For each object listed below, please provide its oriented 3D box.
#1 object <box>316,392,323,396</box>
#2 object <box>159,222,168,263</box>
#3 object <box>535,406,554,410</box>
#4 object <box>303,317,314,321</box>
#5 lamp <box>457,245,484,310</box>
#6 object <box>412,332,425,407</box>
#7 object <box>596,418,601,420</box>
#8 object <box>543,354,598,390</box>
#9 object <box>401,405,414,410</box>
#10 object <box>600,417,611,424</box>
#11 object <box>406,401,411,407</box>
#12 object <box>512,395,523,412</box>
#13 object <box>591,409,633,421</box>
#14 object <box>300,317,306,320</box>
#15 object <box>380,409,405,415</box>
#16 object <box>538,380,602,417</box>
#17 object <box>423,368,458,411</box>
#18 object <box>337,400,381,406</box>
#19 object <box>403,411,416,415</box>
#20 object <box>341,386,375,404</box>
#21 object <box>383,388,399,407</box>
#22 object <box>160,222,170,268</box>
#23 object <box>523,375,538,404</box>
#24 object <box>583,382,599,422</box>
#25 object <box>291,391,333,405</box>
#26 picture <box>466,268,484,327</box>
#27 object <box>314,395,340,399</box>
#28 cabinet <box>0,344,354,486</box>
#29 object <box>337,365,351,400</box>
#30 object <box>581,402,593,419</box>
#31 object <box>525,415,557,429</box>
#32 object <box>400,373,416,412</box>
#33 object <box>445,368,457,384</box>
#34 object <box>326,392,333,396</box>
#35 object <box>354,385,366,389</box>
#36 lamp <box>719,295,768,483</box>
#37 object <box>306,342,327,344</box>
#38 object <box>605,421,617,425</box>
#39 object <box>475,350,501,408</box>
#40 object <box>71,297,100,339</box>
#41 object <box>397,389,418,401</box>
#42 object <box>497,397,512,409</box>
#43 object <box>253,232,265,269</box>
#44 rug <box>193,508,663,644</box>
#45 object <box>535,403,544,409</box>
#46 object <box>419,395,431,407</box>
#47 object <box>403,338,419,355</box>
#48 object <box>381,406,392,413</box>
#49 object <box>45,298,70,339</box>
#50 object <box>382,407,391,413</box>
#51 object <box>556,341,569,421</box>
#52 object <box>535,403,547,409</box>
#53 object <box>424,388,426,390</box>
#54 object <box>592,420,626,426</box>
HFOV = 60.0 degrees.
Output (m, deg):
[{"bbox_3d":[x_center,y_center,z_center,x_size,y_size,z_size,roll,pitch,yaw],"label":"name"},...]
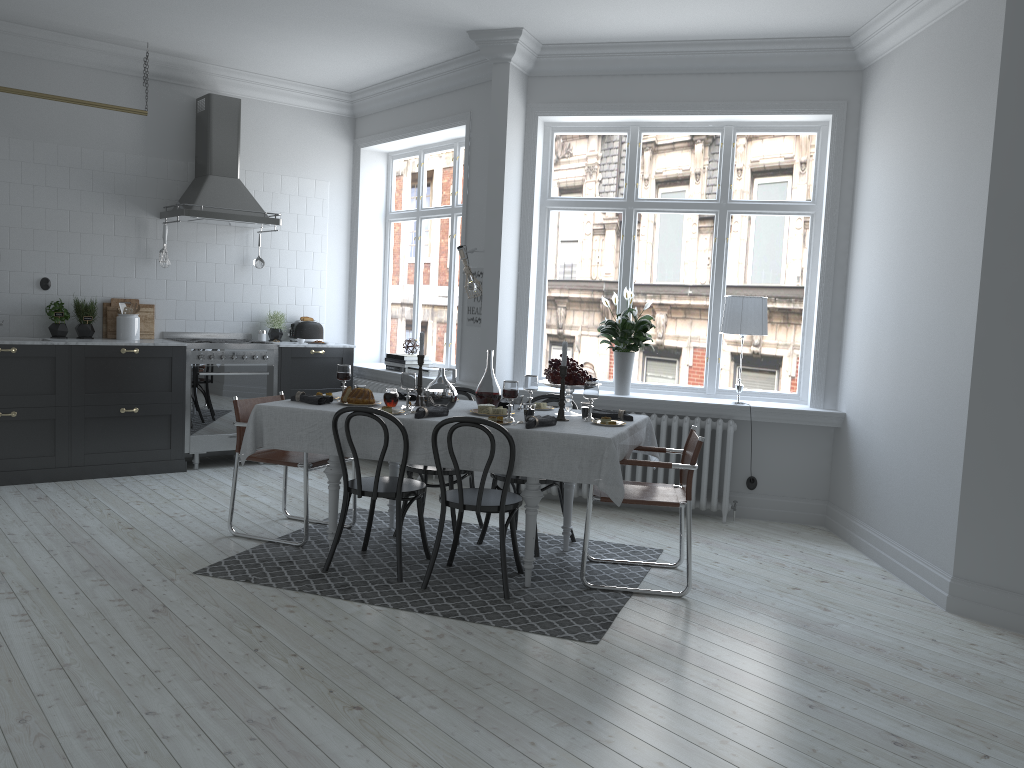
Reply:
[{"bbox_3d":[-1.157,0.069,5.327,0.038,0.041,0.057,2,5,-5],"label":"object"},{"bbox_3d":[-2.895,-1.178,7.374,0.066,0.332,0.024,-1,6,-33],"label":"object"},{"bbox_3d":[0.163,0.145,5.349,0.182,0.013,0.182,-1,6,-38],"label":"object"},{"bbox_3d":[-1.873,-0.558,8.151,0.107,0.110,0.010,-1,6,-34],"label":"object"},{"bbox_3d":[-0.286,-0.545,6.656,0.312,0.977,0.131,5,6,26],"label":"lamp"},{"bbox_3d":[-0.537,-0.087,5.201,0.089,0.432,0.089,1,5,-16],"label":"object"},{"bbox_3d":[0.525,0.199,4.926,0.131,0.012,0.031,4,5,14],"label":"object"},{"bbox_3d":[0.343,-0.078,5.083,0.318,0.215,0.347,4,5,14],"label":"object"},{"bbox_3d":[-0.597,0.133,5.084,0.075,0.009,0.150,2,5,-4],"label":"object"},{"bbox_3d":[0.508,0.196,4.801,0.057,0.037,0.021,1,5,-18],"label":"object"},{"bbox_3d":[-0.593,0.121,5.063,0.031,0.031,0.167,2,5,-3],"label":"object"},{"bbox_3d":[0.031,0.113,5.173,0.066,0.094,0.066,0,6,-27],"label":"object"},{"bbox_3d":[0.559,0.169,5.034,0.247,0.061,0.165,3,5,1],"label":"object"},{"bbox_3d":[-1.915,-0.570,8.215,0.107,0.110,0.010,-1,6,-34],"label":"object"},{"bbox_3d":[-0.674,0.153,4.796,0.182,0.013,0.182,1,5,-23],"label":"object"},{"bbox_3d":[0.329,0.085,5.108,0.367,0.188,0.367,3,5,3],"label":"object"},{"bbox_3d":[-0.402,0.032,5.006,0.194,0.245,0.194,6,6,34],"label":"object"},{"bbox_3d":[-0.885,0.111,5.140,0.251,0.018,0.251,-1,6,-38],"label":"object"},{"bbox_3d":[-0.553,0.157,4.820,0.031,0.012,0.131,4,5,19],"label":"object"},{"bbox_3d":[-0.886,0.071,5.126,0.191,0.105,0.164,1,5,-19],"label":"object"},{"bbox_3d":[-0.697,0.079,5.114,0.091,0.101,0.091,3,5,6],"label":"object"},{"bbox_3d":[-2.875,-1.150,7.351,0.076,0.381,0.074,6,6,32],"label":"object"},{"bbox_3d":[0.107,0.058,5.164,0.083,0.215,0.083,-2,7,-43],"label":"object"},{"bbox_3d":[0.433,0.099,4.872,0.083,0.215,0.083,-1,6,-34],"label":"object"},{"bbox_3d":[-1.165,0.082,5.083,0.247,0.061,0.165,3,5,1],"label":"object"},{"bbox_3d":[-0.258,-0.679,6.933,0.003,0.457,0.311,-1,6,-38],"label":"picture"},{"bbox_3d":[-1.130,0.083,5.339,0.182,0.013,0.182,-1,6,-38],"label":"object"},{"bbox_3d":[-3.141,0.180,7.042,3.897,1.012,0.646,-1,6,-38],"label":"cabinet"},{"bbox_3d":[-1.003,-0.006,5.285,0.083,0.215,0.083,-1,6,-34],"label":"object"},{"bbox_3d":[0.416,0.150,4.956,0.066,0.094,0.066,7,7,40],"label":"object"},{"bbox_3d":[0.152,0.190,4.561,0.165,0.061,0.247,3,5,1],"label":"object"},{"bbox_3d":[-0.576,0.047,4.909,0.083,0.215,0.083,-1,6,-34],"label":"object"},{"bbox_3d":[-0.382,0.015,5.391,0.083,0.215,0.083,-1,6,-34],"label":"object"},{"bbox_3d":[-1.102,0.071,5.342,0.036,0.039,0.051,3,5,1],"label":"object"},{"bbox_3d":[-0.910,0.056,5.308,0.066,0.094,0.066,7,7,40],"label":"object"},{"bbox_3d":[1.614,0.047,6.299,0.335,1.331,0.335,7,6,39],"label":"lamp"},{"bbox_3d":[-1.755,-0.368,7.976,0.209,0.011,0.209,3,5,-1],"label":"object"},{"bbox_3d":[0.529,0.209,4.765,0.057,0.021,0.037,-1,6,-38],"label":"object"},{"bbox_3d":[-0.134,-0.022,5.163,0.152,0.352,0.152,4,5,12],"label":"object"},{"bbox_3d":[-3.372,-0.541,7.009,0.186,0.367,0.196,3,5,6],"label":"object"},{"bbox_3d":[-0.663,0.064,5.555,0.165,0.061,0.247,3,5,1],"label":"object"},{"bbox_3d":[-0.080,0.109,5.368,0.165,0.061,0.247,3,5,1],"label":"object"},{"bbox_3d":[-2.244,-1.190,7.878,0.101,0.331,0.030,0,6,-28],"label":"object"},{"bbox_3d":[-0.364,0.987,5.016,2.166,0.021,1.701,4,5,19],"label":"rug"},{"bbox_3d":[0.152,0.132,5.331,0.078,0.040,0.039,5,6,26],"label":"object"},{"bbox_3d":[-0.483,0.112,4.897,0.066,0.094,0.066,7,7,40],"label":"object"},{"bbox_3d":[-0.899,-0.333,7.884,0.147,0.148,0.147,7,7,42],"label":"object"},{"bbox_3d":[-0.680,0.138,4.814,0.057,0.037,0.021,1,5,-20],"label":"object"},{"bbox_3d":[-3.535,-0.511,6.901,0.172,0.311,0.179,0,6,-28],"label":"object"},{"bbox_3d":[-0.676,0.141,4.782,0.021,0.037,0.057,7,7,42],"label":"object"},{"bbox_3d":[0.278,-0.016,4.832,0.089,0.432,0.089,1,5,-16],"label":"object"},{"bbox_3d":[0.167,0.131,5.371,0.077,0.039,0.040,5,5,21],"label":"object"},{"bbox_3d":[-0.498,0.073,5.339,0.066,0.094,0.066,7,7,40],"label":"object"},{"bbox_3d":[0.520,0.212,4.772,0.182,0.013,0.182,0,6,-28],"label":"object"}]
